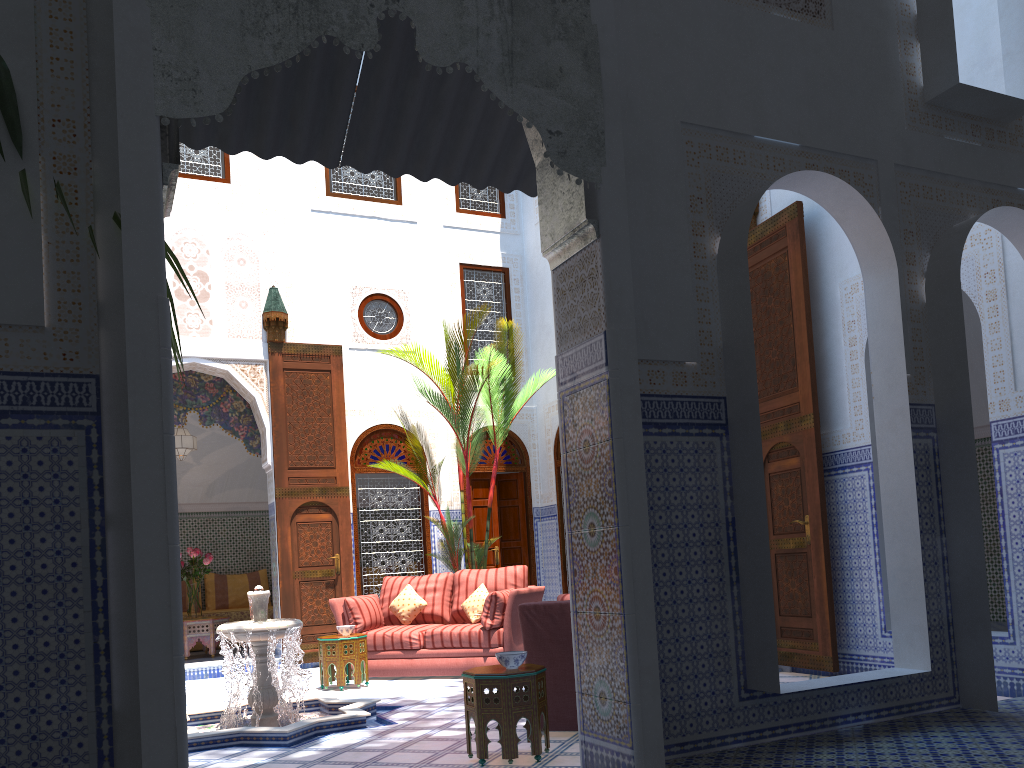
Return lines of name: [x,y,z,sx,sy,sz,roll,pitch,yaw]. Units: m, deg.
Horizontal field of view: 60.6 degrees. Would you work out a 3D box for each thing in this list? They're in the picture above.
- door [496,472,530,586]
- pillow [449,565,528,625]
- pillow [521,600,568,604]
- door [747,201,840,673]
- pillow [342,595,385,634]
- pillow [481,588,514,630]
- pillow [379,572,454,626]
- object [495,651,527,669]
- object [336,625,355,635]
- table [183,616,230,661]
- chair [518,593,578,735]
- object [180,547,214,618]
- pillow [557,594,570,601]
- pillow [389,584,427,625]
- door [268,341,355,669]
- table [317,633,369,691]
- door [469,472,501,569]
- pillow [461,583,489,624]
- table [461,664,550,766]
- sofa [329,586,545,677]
door: [0.001,1.510,7.679,0.286,1.450,0.024,-4,-3,5]
pillow: [-0.161,1.467,6.052,0.561,0.398,0.309,-6,-7,16]
pillow: [0.235,1.006,3.615,0.398,0.241,0.189,-7,-7,20]
door: [1.500,0.336,4.847,0.123,2.493,0.589,-2,-4,-21]
pillow: [-1.011,1.579,5.993,0.188,0.250,0.384,-6,-9,20]
pillow: [-0.071,1.450,5.662,0.188,0.240,0.401,-6,-10,20]
pillow: [-0.685,1.545,6.240,0.584,0.376,0.304,-7,-7,20]
object: [-0.001,1.004,3.180,0.118,0.056,0.120,-1,-10,-13]
object: [-1.045,1.552,5.514,0.118,0.056,0.120,-1,-10,-13]
table: [-2.668,2.141,7.390,0.537,0.320,0.547,1,-10,-25]
chair: [0.497,1.169,3.758,0.729,0.535,0.822,-6,-10,19]
object: [-2.706,1.672,7.372,0.447,0.591,0.339,-4,-5,1]
pillow: [0.383,1.090,4.042,0.381,0.251,0.189,-7,-7,21]
pillow: [-0.725,1.522,6.050,0.303,0.275,0.131,-8,-6,30]
door: [-1.551,0.928,6.812,0.582,2.493,0.125,-2,-3,-26]
table: [-1.055,1.737,5.483,0.290,0.321,0.292,-6,-7,19]
door: [-0.233,1.485,7.488,0.285,1.450,0.125,-2,-3,-26]
pillow: [-0.227,1.462,5.844,0.147,0.256,0.284,-1,-8,-26]
table: [-0.020,1.197,3.185,0.288,0.321,0.294,0,-8,-25]
sofa: [-0.469,1.693,5.997,1.367,0.536,0.741,-7,-9,19]
